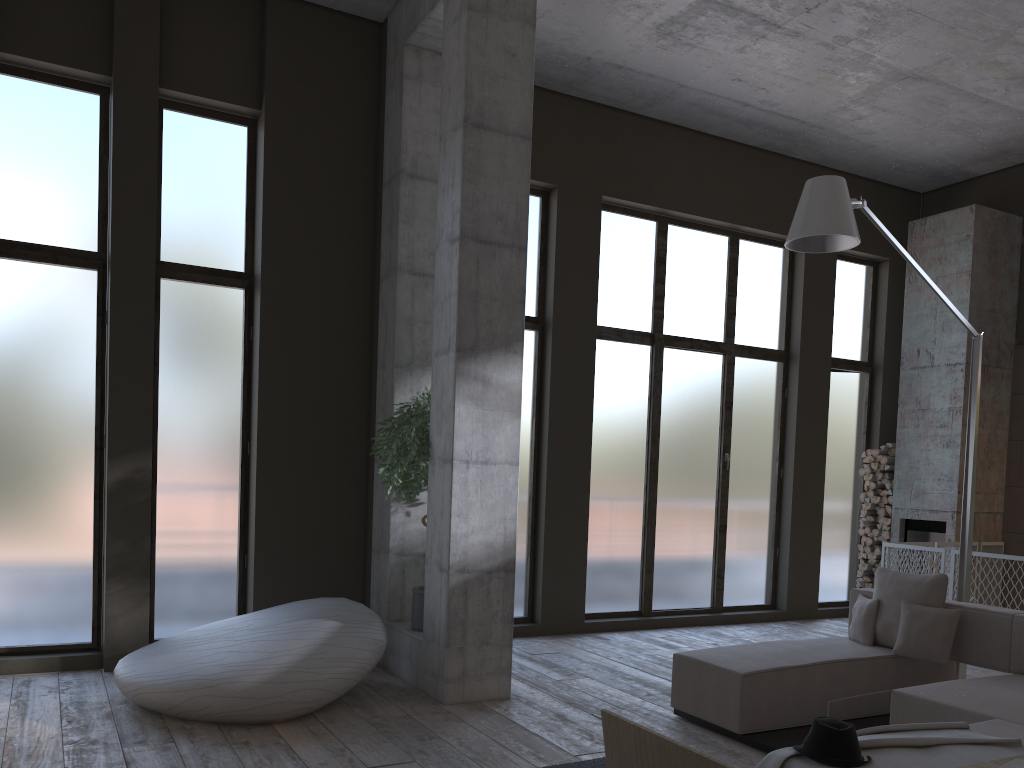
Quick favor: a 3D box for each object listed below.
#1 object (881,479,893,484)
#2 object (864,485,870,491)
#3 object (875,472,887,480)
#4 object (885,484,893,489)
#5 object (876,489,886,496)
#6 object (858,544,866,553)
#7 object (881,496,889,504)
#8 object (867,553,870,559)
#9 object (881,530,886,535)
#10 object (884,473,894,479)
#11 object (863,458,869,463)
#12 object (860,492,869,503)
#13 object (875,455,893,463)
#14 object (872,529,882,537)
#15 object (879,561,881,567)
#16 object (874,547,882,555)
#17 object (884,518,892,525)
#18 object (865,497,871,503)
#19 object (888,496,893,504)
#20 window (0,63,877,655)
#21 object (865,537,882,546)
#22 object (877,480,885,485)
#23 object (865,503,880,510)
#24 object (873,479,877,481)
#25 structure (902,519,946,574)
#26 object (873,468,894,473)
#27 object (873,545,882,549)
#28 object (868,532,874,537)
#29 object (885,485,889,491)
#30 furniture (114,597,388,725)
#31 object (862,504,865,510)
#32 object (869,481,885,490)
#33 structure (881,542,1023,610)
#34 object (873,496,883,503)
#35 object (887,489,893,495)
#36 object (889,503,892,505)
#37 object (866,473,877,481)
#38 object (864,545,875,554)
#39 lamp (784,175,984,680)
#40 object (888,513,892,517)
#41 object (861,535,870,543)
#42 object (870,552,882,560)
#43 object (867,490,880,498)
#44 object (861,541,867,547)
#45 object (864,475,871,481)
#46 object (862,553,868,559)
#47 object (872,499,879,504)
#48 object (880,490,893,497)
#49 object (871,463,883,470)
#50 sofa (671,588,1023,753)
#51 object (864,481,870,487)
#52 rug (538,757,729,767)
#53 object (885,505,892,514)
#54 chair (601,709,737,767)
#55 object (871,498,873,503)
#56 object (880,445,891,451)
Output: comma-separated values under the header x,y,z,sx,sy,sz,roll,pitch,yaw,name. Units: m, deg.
x,y,z,sx,sy,sz,roll,pitch,yaw,name
4.460,1.135,10.181,0.364,0.068,0.122,5,-5,-27,object
4.261,1.234,10.357,0.252,0.073,0.045,5,-1,-29,object
4.430,1.083,10.235,0.456,0.089,0.090,5,-3,-30,object
4.485,1.200,10.158,0.426,0.085,0.066,5,-2,-30,object
4.445,1.281,10.310,0.364,0.087,0.101,5,-3,-29,object
4.280,1.968,10.457,0.366,0.109,0.088,5,-2,-29,object
4.484,1.356,10.201,0.456,0.089,0.090,5,-3,-29,object
4.369,2.036,10.365,0.424,0.067,0.067,5,-3,-29,object
4.464,1.730,10.218,0.424,0.071,0.067,5,-3,-29,object
4.489,1.071,10.187,0.424,0.071,0.067,5,-3,-29,object
4.340,0.914,10.407,0.364,0.068,0.122,5,-5,-27,object
4.294,1.355,10.444,0.365,0.126,0.063,5,-1,-30,object
4.393,0.877,10.206,0.364,0.084,0.104,5,-4,-29,object
4.405,1.743,10.266,0.456,0.089,0.090,5,-3,-30,object
4.467,2.089,10.217,0.456,0.089,0.090,5,-3,-29,object
4.420,1.949,10.228,0.456,0.089,0.090,5,-3,-27,object
4.496,1.595,10.133,0.481,0.084,0.093,5,-3,-29,object
4.355,1.381,10.406,0.424,0.067,0.067,5,-3,-29,object
4.521,1.341,10.122,0.438,0.092,0.091,5,-3,-29,object
0.284,0.242,8.440,9.232,4.183,0.208,5,1,-29,window
4.309,1.852,10.337,0.295,0.107,0.098,5,-2,-27,object
4.416,1.156,10.273,0.360,0.074,0.064,5,-2,-30,object
4.349,1.443,10.323,0.481,0.084,0.093,5,-3,-29,object
4.366,1.119,10.313,0.333,0.057,0.089,5,-4,-29,object
4.590,1.965,9.698,0.056,0.929,0.574,1,1,-28,structure
4.416,1.022,10.258,0.436,0.079,0.115,5,-4,-29,object
4.420,1.940,10.340,0.364,0.087,0.101,5,-3,-29,object
4.341,1.778,10.343,0.333,0.057,0.089,5,-4,-29,object
4.504,1.221,10.271,0.293,0.102,0.104,5,-3,-29,object
-1.756,1.849,5.829,1.791,0.812,1.636,1,-4,9,furniture
4.315,1.459,10.391,0.424,0.067,0.067,5,-3,-29,object
4.333,1.193,10.306,0.295,0.107,0.098,5,-2,-27,object
5.542,1.956,7.222,1.932,0.933,4.431,4,-6,-28,structure
4.428,1.361,10.266,0.481,0.084,0.093,5,-3,-29,object
4.503,1.253,10.138,0.424,0.073,0.071,5,-3,-29,object
4.488,1.345,10.106,0.293,0.103,0.100,5,-2,-27,object
4.360,1.098,10.308,0.481,0.084,0.093,5,-3,-29,object
4.360,1.959,10.397,0.438,0.094,0.092,5,-3,-29,object
2.802,0.561,6.088,2.635,3.432,0.751,3,1,-40,lamp
4.513,1.514,10.176,0.364,0.087,0.101,5,-3,-29,object
4.304,1.853,10.441,0.293,0.103,0.100,5,-2,-27,object
4.403,2.020,10.297,0.481,0.084,0.093,5,-3,-29,object
4.385,1.300,10.366,0.438,0.094,0.092,5,-3,-29,object
4.236,1.894,10.388,0.252,0.073,0.045,5,-1,-29,object
4.326,1.114,10.376,0.424,0.067,0.067,5,-3,-29,object
4.331,2.040,10.436,0.424,0.067,0.067,5,-3,-29,object
4.404,1.367,10.272,0.436,0.079,0.115,5,-4,-29,object
4.483,1.285,10.216,0.436,0.079,0.115,5,-4,-29,object
4.403,0.969,10.259,0.481,0.083,0.093,5,-3,-29,object
2.159,1.696,4.654,3.019,0.785,2.999,5,-6,-28,sofa
4.328,1.194,10.410,0.293,0.103,0.100,5,-2,-27,object
-0.013,1.923,3.836,2.926,0.049,1.163,5,-7,-28,rug
4.464,1.460,10.122,0.366,0.109,0.088,5,-2,-29,object
0.514,1.112,1.389,0.723,1.197,0.347,2,2,-28,chair
4.394,1.377,10.334,0.424,0.067,0.067,5,-3,-29,object
4.435,0.762,10.225,0.360,0.073,0.065,5,-3,-30,object
